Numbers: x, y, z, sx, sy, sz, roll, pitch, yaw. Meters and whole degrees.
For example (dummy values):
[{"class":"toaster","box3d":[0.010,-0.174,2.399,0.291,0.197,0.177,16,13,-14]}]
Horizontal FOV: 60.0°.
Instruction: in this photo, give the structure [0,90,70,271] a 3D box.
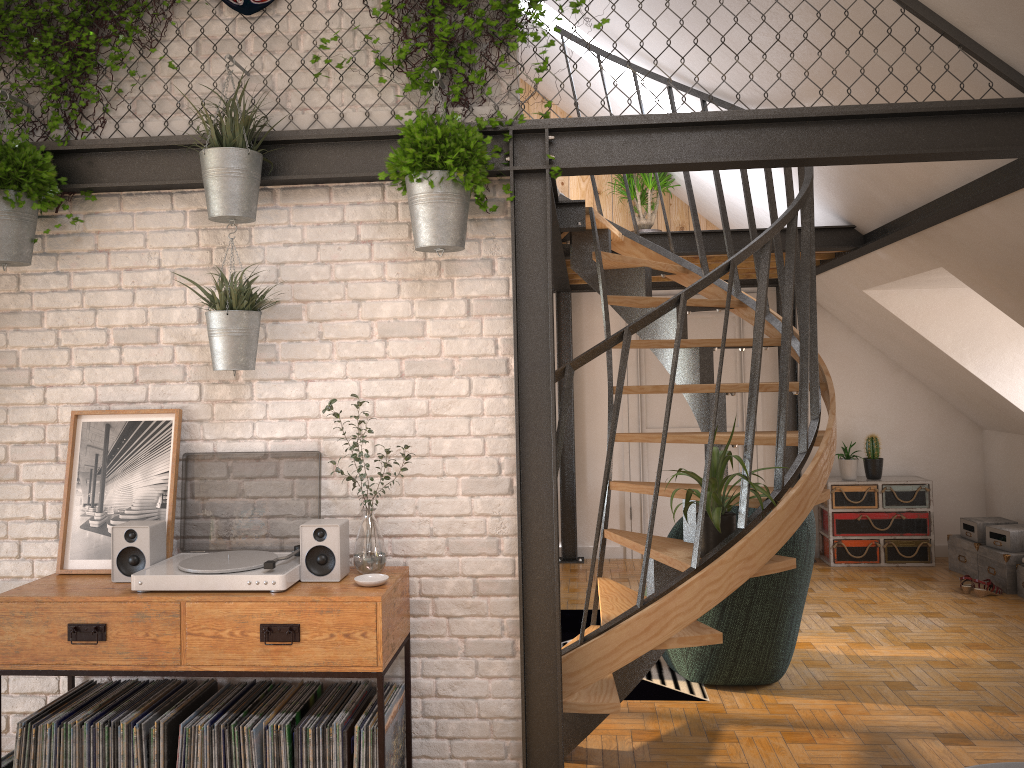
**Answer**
[{"class":"structure","box3d":[-1.818,-0.729,3.159,0.437,0.653,0.423,-2,-1,35]}]

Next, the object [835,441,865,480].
[{"class":"object","box3d":[2.801,0.634,7.396,0.233,0.330,0.214,-1,-1,10]}]

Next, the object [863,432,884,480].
[{"class":"object","box3d":[3.013,0.594,7.404,0.168,0.402,0.169,0,-2,-34]}]

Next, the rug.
[{"class":"rug","box3d":[-0.693,1.597,5.371,3.500,0.010,1.699,-1,1,5]}]

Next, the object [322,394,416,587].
[{"class":"object","box3d":[-0.520,0.342,3.010,0.295,0.621,0.290,-2,-1,20]}]

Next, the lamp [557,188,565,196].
[{"class":"lamp","box3d":[0.087,-1.975,7.695,0.850,0.815,0.194,-1,-2,-38]}]

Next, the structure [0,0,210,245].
[{"class":"structure","box3d":[-1.826,-1.337,3.333,2.127,1.681,0.431,-1,-2,5]}]

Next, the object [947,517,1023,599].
[{"class":"object","box3d":[3.581,1.275,6.585,0.696,0.429,1.154,-1,0,5]}]

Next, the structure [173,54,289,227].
[{"class":"structure","box3d":[-1.010,-0.852,3.110,0.384,0.608,0.348,-1,-1,-32]}]

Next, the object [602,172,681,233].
[{"class":"object","box3d":[1.068,-1.490,7.379,0.733,1.049,0.789,-2,-1,44]}]

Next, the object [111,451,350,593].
[{"class":"object","box3d":[-0.957,0.455,3.021,0.787,0.415,0.414,-1,-1,5]}]

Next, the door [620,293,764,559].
[{"class":"door","box3d":[1.573,0.368,7.731,1.200,2.303,0.088,-1,-2,5]}]

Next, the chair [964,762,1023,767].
[{"class":"chair","box3d":[0.959,1.167,1.485,0.404,0.867,0.429,-1,-1,-15]}]

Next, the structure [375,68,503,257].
[{"class":"structure","box3d":[-0.253,-0.761,3.031,0.437,0.653,0.423,-2,-1,35]}]

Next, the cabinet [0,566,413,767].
[{"class":"cabinet","box3d":[-1.005,1.146,2.962,1.264,0.965,0.455,-1,-1,5]}]

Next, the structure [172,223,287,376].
[{"class":"structure","box3d":[-0.986,-0.294,3.104,0.359,0.535,0.384,-1,-1,14]}]

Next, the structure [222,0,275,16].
[{"class":"structure","box3d":[-0.986,-1.824,3.197,0.441,0.965,0.192,-1,-2,5]}]

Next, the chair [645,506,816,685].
[{"class":"chair","box3d":[1.183,1.083,4.841,0.901,0.965,0.896,-1,-1,-10]}]

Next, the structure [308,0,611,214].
[{"class":"structure","box3d":[-0.148,-1.533,3.215,1.305,1.873,0.457,-1,-2,1]}]

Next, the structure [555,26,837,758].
[{"class":"structure","box3d":[0.684,-0.306,4.279,1.627,3.823,2.247,-2,-1,20]}]

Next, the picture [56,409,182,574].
[{"class":"picture","box3d":[-1.408,0.382,3.183,0.411,0.577,0.126,-1,-2,5]}]

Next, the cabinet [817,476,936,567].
[{"class":"cabinet","box3d":[3.034,1.142,7.411,0.833,0.696,0.379,-1,-1,5]}]

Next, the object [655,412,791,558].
[{"class":"object","box3d":[0.805,0.401,3.615,0.528,0.592,0.457,-1,-1,-8]}]

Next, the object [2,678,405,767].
[{"class":"object","box3d":[-1.042,1.341,2.972,1.313,0.575,0.404,-1,-1,5]}]
